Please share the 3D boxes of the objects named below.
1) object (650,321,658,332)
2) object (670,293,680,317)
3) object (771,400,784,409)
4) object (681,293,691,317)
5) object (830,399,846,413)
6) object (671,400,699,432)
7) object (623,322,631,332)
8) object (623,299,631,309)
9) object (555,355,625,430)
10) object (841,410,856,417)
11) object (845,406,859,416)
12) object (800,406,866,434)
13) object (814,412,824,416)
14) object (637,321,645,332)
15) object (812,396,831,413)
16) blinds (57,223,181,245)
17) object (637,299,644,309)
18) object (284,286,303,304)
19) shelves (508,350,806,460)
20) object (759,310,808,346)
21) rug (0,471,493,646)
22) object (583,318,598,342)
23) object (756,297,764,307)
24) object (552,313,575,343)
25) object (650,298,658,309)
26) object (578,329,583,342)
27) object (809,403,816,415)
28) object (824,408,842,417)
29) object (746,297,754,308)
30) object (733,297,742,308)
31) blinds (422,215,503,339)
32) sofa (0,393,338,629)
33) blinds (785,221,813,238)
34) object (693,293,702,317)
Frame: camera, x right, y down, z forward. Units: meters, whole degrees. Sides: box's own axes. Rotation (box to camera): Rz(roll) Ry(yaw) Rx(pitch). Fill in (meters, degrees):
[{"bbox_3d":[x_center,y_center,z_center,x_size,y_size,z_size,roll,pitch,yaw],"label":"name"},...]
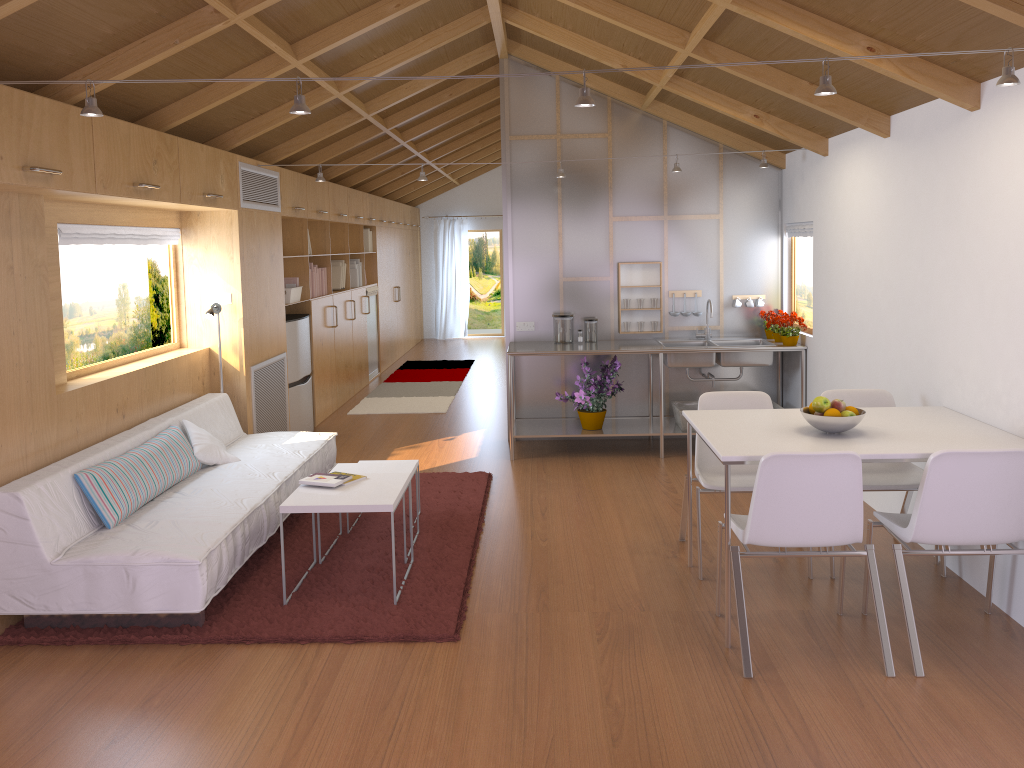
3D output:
[{"bbox_3d":[1.095,-0.443,6.803,0.061,0.076,0.061,-4,7,-24],"label":"object"},{"bbox_3d":[1.250,-0.605,6.784,0.075,0.182,0.075,2,6,33],"label":"object"},{"bbox_3d":[1.801,0.228,6.489,0.298,0.157,0.418,-1,8,2],"label":"object"},{"bbox_3d":[1.336,-0.607,6.781,0.075,0.182,0.075,2,6,33],"label":"object"},{"bbox_3d":[1.326,0.093,3.599,0.063,0.066,0.062,4,9,40],"label":"object"},{"bbox_3d":[1.346,0.236,6.504,0.298,0.157,0.418,-1,8,2],"label":"object"},{"bbox_3d":[0.888,-0.439,6.810,0.061,0.076,0.062,0,6,14],"label":"object"},{"bbox_3d":[0.884,-0.615,6.796,0.061,0.076,0.062,0,6,14],"label":"object"},{"bbox_3d":[0.589,0.059,6.468,0.525,0.549,0.354,-2,6,-7],"label":"object"},{"bbox_3d":[1.350,0.141,3.556,0.070,0.069,0.077,-1,7,2],"label":"object"},{"bbox_3d":[1.383,0.124,3.616,0.068,0.066,0.068,-8,9,-44],"label":"object"},{"bbox_3d":[1.308,0.154,3.607,0.255,0.090,0.256,7,12,44],"label":"object"},{"bbox_3d":[1.272,0.139,3.612,0.080,0.089,0.078,-7,8,-39],"label":"object"},{"bbox_3d":[0.991,-0.441,6.806,0.061,0.076,0.061,-4,7,-24],"label":"object"},{"bbox_3d":[1.252,0.083,3.578,0.070,0.069,0.077,-1,7,2],"label":"object"},{"bbox_3d":[-2.205,-0.850,5.059,0.047,0.110,1.510,-1,9,2],"label":"blinds"},{"bbox_3d":[0.987,-0.616,6.792,0.061,0.076,0.061,-4,7,-24],"label":"object"},{"bbox_3d":[-1.844,-0.723,7.189,0.203,0.122,0.353,-1,8,2],"label":"object"},{"bbox_3d":[1.034,0.105,6.573,2.092,0.748,0.637,-1,6,2],"label":"shelves"},{"bbox_3d":[1.975,-0.420,6.485,0.233,0.233,0.694,-1,9,2],"label":"object"},{"bbox_3d":[-1.122,0.823,4.716,1.885,0.020,2.501,-1,9,2],"label":"rug"},{"bbox_3d":[0.604,-0.411,6.768,0.113,0.176,0.114,1,6,22],"label":"object"},{"bbox_3d":[1.904,-0.629,6.784,0.059,0.079,0.063,-1,6,2],"label":"object"},{"bbox_3d":[0.394,-0.425,6.753,0.172,0.214,0.173,0,7,15],"label":"object"},{"bbox_3d":[1.091,-0.618,6.789,0.061,0.076,0.061,-4,7,-24],"label":"object"},{"bbox_3d":[0.515,-0.365,6.677,0.037,0.092,0.037,0,5,17],"label":"object"},{"bbox_3d":[1.270,0.103,3.676,0.068,0.067,0.068,-4,7,-22],"label":"object"},{"bbox_3d":[1.284,0.131,3.541,0.068,0.067,0.068,-4,7,-22],"label":"object"},{"bbox_3d":[1.826,-0.626,6.781,0.059,0.080,0.063,0,6,9],"label":"object"},{"bbox_3d":[1.732,-0.626,6.789,0.059,0.079,0.063,-1,6,2],"label":"object"},{"bbox_3d":[-0.030,-1.784,14.595,2.847,2.023,0.234,-1,5,1],"label":"blinds"},{"bbox_3d":[-1.587,0.539,4.597,0.862,0.624,2.374,-1,9,2],"label":"sofa"},{"bbox_3d":[2.084,-1.112,6.368,0.047,0.110,0.731,-1,9,2],"label":"blinds"},{"bbox_3d":[1.422,-0.608,6.779,0.075,0.182,0.075,2,6,33],"label":"object"}]
